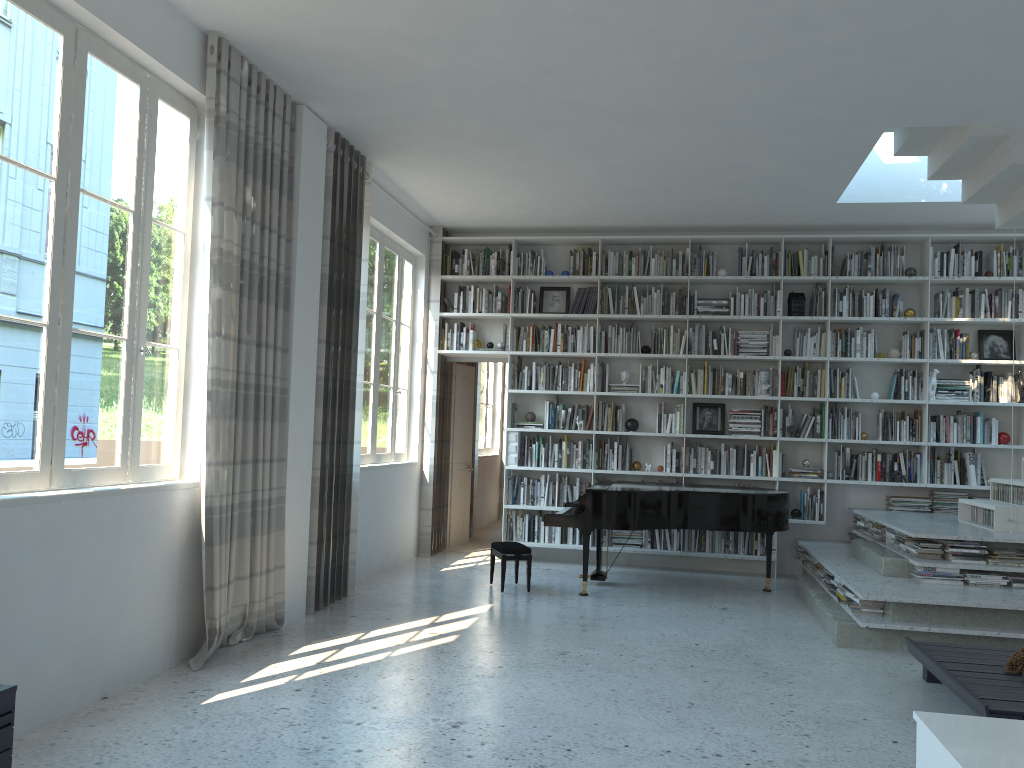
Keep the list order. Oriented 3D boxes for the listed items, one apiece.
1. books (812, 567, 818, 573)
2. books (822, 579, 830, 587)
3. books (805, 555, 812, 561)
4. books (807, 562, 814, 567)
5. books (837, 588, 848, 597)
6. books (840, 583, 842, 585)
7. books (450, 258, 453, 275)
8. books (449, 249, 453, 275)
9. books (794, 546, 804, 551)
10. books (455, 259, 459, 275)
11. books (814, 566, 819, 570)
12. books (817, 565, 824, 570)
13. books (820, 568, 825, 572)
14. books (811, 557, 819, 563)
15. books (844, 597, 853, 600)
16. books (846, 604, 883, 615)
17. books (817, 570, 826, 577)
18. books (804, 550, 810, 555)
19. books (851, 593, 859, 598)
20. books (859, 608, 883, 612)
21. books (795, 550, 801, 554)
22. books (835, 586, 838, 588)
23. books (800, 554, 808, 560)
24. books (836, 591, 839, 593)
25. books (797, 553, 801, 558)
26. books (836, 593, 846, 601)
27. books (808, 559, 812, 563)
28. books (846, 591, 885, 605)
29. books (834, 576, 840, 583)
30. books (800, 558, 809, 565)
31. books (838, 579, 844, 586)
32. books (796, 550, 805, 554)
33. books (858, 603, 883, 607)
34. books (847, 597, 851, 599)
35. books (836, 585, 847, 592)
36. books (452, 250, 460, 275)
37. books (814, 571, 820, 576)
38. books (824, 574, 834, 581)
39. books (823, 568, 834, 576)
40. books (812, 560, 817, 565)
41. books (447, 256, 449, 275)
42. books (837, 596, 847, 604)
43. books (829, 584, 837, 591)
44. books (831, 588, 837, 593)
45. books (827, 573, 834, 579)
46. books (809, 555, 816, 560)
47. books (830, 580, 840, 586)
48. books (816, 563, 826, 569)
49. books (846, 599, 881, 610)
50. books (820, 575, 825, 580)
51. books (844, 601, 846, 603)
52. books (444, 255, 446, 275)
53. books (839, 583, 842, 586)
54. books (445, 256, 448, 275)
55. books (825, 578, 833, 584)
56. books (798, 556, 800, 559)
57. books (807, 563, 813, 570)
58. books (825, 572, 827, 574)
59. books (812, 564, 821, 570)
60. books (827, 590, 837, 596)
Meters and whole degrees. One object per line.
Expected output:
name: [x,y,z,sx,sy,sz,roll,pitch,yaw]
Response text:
books: [2.523,1.503,7.128,0.159,0.012,0.292,2,-3,8]
books: [2.395,1.471,6.522,0.189,0.009,0.291,1,-3,14]
books: [2.575,1.463,7.438,0.180,0.015,0.294,2,-3,9]
books: [2.580,1.517,7.435,0.172,0.014,0.221,1,-3,12]
books: [2.290,1.400,5.927,0.191,0.015,0.246,1,-3,12]
books: [2.292,1.341,5.930,0.178,0.010,0.196,1,-3,16]
books: [-0.583,-1.147,8.878,0.024,0.194,0.167,2,-3,11]
books: [-0.601,-1.194,8.881,0.014,0.286,0.175,2,-3,11]
books: [2.678,1.497,8.030,0.191,0.013,0.243,2,-3,7]
books: [-0.534,-1.142,8.864,0.028,0.186,0.182,2,-3,11]
books: [2.529,1.492,7.128,0.165,0.012,0.205,1,-3,11]
books: [2.464,1.418,6.828,0.165,0.014,0.236,2,-3,6]
books: [2.471,1.430,6.826,0.169,0.009,0.242,1,-3,11]
books: [2.522,1.421,7.133,0.171,0.015,0.253,2,-3,8]
books: [2.301,1.424,5.924,0.170,0.006,0.268,1,-3,11]
books: [2.234,1.430,5.626,0.184,0.017,0.230,1,-3,13]
books: [2.461,1.462,6.826,0.182,0.013,0.287,1,-3,12]
books: [2.642,1.477,7.739,0.160,0.009,0.291,1,-3,13]
books: [2.242,1.337,5.629,0.165,0.015,0.243,1,-3,15]
books: [2.264,1.416,5.621,0.132,0.014,0.205,1,-3,11]
books: [2.682,1.532,8.028,0.177,0.012,0.278,2,-3,7]
books: [2.350,1.415,6.222,0.171,0.007,0.260,1,-3,14]
books: [2.624,1.514,7.741,0.191,0.028,0.213,1,-3,15]
books: [2.349,1.445,6.221,0.180,0.008,0.267,2,-3,10]
books: [2.683,1.557,8.026,0.179,0.012,0.262,1,-3,14]
books: [2.286,1.430,5.926,0.191,0.006,0.275,1,-3,13]
books: [2.577,1.481,7.437,0.171,0.020,0.193,1,-3,15]
books: [2.242,1.358,5.628,0.156,0.027,0.287,2,-3,6]
books: [2.363,1.381,6.221,0.141,0.028,0.223,2,-3,6]
books: [2.630,1.555,7.737,0.189,0.030,0.238,1,-3,11]
books: [2.292,1.328,5.930,0.182,0.016,0.257,1,-3,14]
books: [2.685,1.521,8.028,0.188,0.009,0.211,2,-3,10]
books: [2.260,1.381,5.623,0.137,0.019,0.224,1,-3,12]
books: [2.309,1.415,5.923,0.154,0.014,0.197,1,-3,11]
books: [2.292,1.376,5.928,0.168,0.013,0.281,2,-3,6]
books: [-0.558,-1.184,8.870,0.025,0.269,0.177,2,-3,11]
books: [2.527,1.525,7.127,0.157,0.014,0.180,2,-3,8]
books: [2.408,1.435,6.522,0.160,0.025,0.244,2,-3,6]
books: [2.407,1.390,6.524,0.170,0.014,0.281,2,-3,8]
books: [2.514,1.437,7.133,0.182,0.016,0.199,1,-3,16]
books: [-0.618,-1.162,8.892,0.023,0.223,0.151,2,-3,11]
books: [2.281,1.449,5.926,0.191,0.016,0.209,1,-3,16]
books: [2.343,1.434,6.222,0.189,0.013,0.215,2,-3,9]
books: [2.353,1.460,6.219,0.171,0.005,0.297,2,-3,10]
books: [2.419,1.414,6.521,0.142,0.017,0.239,2,-3,7]
books: [2.511,1.400,7.136,0.193,0.005,0.225,2,-3,7]
books: [2.348,1.403,6.223,0.180,0.017,0.183,2,-3,8]
books: [2.461,1.405,6.829,0.179,0.012,0.249,2,-3,8]
books: [2.229,1.399,5.628,0.187,0.017,0.206,1,-3,16]
books: [2.462,1.501,6.824,0.161,0.008,0.254,1,-3,16]
books: [2.292,1.437,5.925,0.178,0.009,0.277,2,-3,9]
books: [-0.662,-1.162,8.888,0.014,0.219,0.188,2,-3,11]
books: [2.301,1.358,5.927,0.175,0.006,0.251,1,-3,11]
books: [-0.640,-1.164,8.906,0.024,0.228,0.130,2,-3,11]
books: [2.405,1.453,6.521,0.177,0.011,0.220,1,-3,13]
books: [2.692,1.579,8.023,0.171,0.016,0.241,1,-3,11]
books: [2.573,1.537,7.435,0.177,0.026,0.230,1,-3,14]
books: [2.475,1.439,6.825,0.155,0.009,0.297,1,-3,12]
books: [2.524,1.472,7.130,0.159,0.011,0.246,2,-3,7]
books: [2.336,1.473,6.222,0.193,0.005,0.225,2,-3,7]
